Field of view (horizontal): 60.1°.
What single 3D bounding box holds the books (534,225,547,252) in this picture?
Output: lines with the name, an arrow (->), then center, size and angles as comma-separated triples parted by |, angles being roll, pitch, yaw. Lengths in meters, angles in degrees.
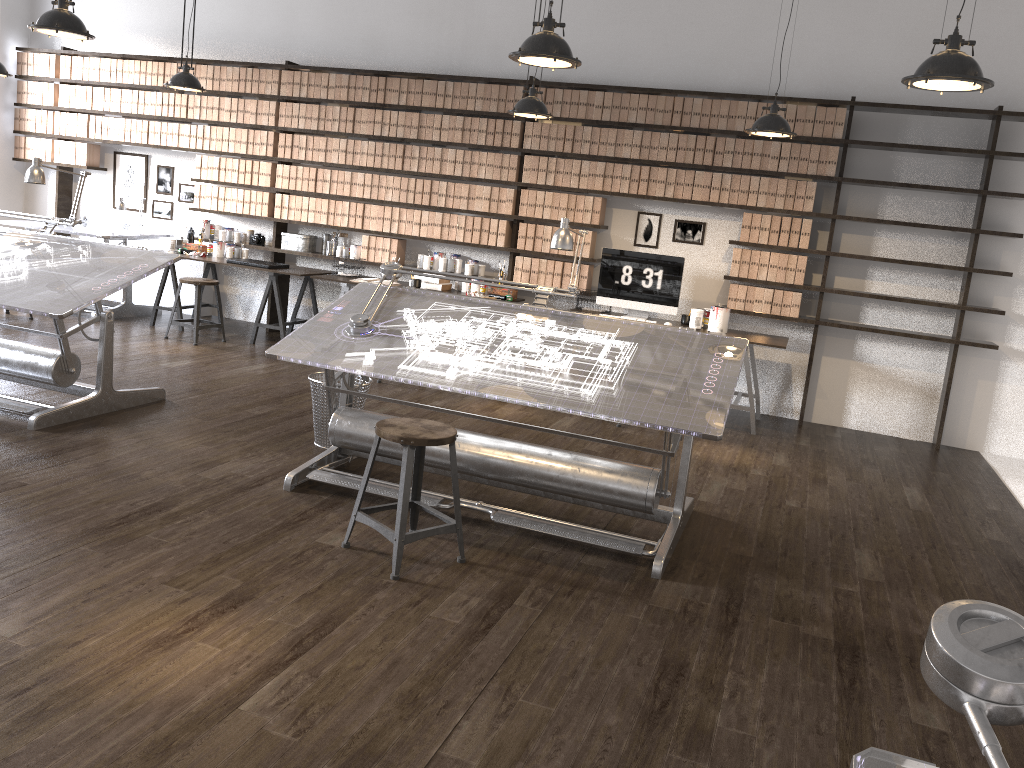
books -> 0.251, -1.212, 7.393 | 0.067, 0.224, 0.175 | 9, 10, 18

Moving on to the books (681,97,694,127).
books -> 1.378, -2.105, 6.905 | 0.067, 0.224, 0.175 | 9, 10, 18

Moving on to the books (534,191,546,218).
books -> 0.255, -1.484, 7.357 | 0.067, 0.224, 0.175 | 9, 10, 18

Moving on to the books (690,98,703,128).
books -> 1.444, -2.093, 6.879 | 0.067, 0.224, 0.175 | 9, 10, 18

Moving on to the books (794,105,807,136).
books -> 2.162, -1.964, 6.640 | 0.067, 0.224, 0.175 | 9, 10, 18

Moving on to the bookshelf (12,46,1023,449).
bookshelf -> -0.776, -1.116, 7.848 | 9.199, 3.184, 0.375 | 10, 9, 18

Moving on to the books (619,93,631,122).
books -> 0.916, -2.188, 7.058 | 0.067, 0.224, 0.175 | 9, 10, 18

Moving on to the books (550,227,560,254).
books -> 0.384, -1.189, 7.348 | 0.067, 0.224, 0.175 | 9, 10, 18

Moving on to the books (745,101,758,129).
books -> 1.830, -2.024, 6.751 | 0.067, 0.224, 0.175 | 9, 10, 18

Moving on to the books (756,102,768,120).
books -> 1.897, -2.013, 6.733 | 0.067, 0.224, 0.175 | 9, 10, 18

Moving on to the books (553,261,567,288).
books -> 0.406, -0.908, 7.365 | 0.067, 0.224, 0.175 | 9, 10, 18

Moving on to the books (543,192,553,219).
books -> 0.323, -1.472, 7.336 | 0.067, 0.224, 0.175 | 9, 10, 18

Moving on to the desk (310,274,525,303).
desk -> -0.818, -0.477, 7.433 | 1.672, 0.664, 0.659 | 10, 10, 18

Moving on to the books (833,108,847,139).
books -> 2.424, -1.918, 6.557 | 0.067, 0.224, 0.175 | 9, 10, 18

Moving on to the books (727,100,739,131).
books -> 1.704, -2.047, 6.796 | 0.067, 0.224, 0.175 | 9, 10, 18

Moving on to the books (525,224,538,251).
books -> 0.178, -1.224, 7.411 | 0.067, 0.224, 0.175 | 9, 10, 18

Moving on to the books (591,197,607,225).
books -> 0.709, -1.404, 7.212 | 0.067, 0.224, 0.175 | 9, 10, 18

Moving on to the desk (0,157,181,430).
desk -> -3.131, -0.676, 5.249 | 2.285, 1.376, 1.082 | 10, 10, 18

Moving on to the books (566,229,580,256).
books -> 0.512, -1.164, 7.300 | 0.067, 0.224, 0.175 | 9, 10, 18

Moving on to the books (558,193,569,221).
books -> 0.444, -1.450, 7.293 | 0.067, 0.224, 0.175 | 9, 10, 18

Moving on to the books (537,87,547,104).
books -> 0.259, -2.303, 7.267 | 0.067, 0.224, 0.175 | 9, 10, 18

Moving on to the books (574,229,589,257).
books -> 0.576, -1.154, 7.284 | 0.067, 0.224, 0.175 | 9, 10, 18

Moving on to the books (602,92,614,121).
books -> 0.783, -2.210, 7.095 | 0.067, 0.224, 0.175 | 9, 10, 18

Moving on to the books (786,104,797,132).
books -> 2.094, -1.976, 6.662 | 0.067, 0.224, 0.175 | 9, 10, 18

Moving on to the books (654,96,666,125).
books -> 1.176, -2.141, 6.969 | 0.067, 0.224, 0.175 | 9, 10, 18

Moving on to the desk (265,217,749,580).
desk -> 0.017, -0.116, 4.214 | 2.074, 1.376, 1.082 | 10, 10, 18

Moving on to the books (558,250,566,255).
books -> 0.450, -1.177, 7.326 | 0.067, 0.224, 0.175 | 9, 10, 18

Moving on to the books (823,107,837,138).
books -> 2.360, -1.931, 6.583 | 0.067, 0.224, 0.175 | 9, 10, 18

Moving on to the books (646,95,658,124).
books -> 1.115, -2.151, 6.984 | 0.067, 0.224, 0.175 | 9, 10, 18

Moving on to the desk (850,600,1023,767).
desk -> 1.174, 0.792, 0.274 | 2.074, 1.376, 1.082 | 10, 10, 18

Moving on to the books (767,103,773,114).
books -> 1.963, -2.001, 6.713 | 0.067, 0.224, 0.175 | 9, 10, 18

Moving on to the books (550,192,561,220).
books -> 0.383, -1.462, 7.318 | 0.067, 0.224, 0.175 | 9, 10, 18

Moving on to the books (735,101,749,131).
books -> 1.762, -2.036, 6.775 | 0.067, 0.224, 0.175 | 9, 10, 18

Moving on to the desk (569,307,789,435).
desk -> 1.193, -0.119, 6.771 | 1.672, 0.664, 0.659 | 10, 10, 18

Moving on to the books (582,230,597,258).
books -> 0.634, -1.143, 7.263 | 0.067, 0.224, 0.175 | 9, 10, 18

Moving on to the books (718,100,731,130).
books -> 1.640, -2.057, 6.812 | 0.067, 0.224, 0.175 | 9, 10, 18

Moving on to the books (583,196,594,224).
books -> 0.641, -1.416, 7.230 | 0.067, 0.224, 0.175 | 9, 10, 18

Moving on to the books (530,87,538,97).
books -> 0.192, -2.316, 7.295 | 0.067, 0.224, 0.175 | 9, 10, 18

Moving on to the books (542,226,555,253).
books -> 0.316, -1.200, 7.366 | 0.067, 0.224, 0.175 | 9, 10, 18

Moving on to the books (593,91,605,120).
books -> 0.715, -2.222, 7.120 | 0.067, 0.224, 0.175 | 9, 10, 18

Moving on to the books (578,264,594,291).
books -> 0.611, -0.872, 7.303 | 0.067, 0.224, 0.175 | 9, 10, 18

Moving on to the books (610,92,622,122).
books -> 0.850, -2.199, 7.077 | 0.067, 0.224, 0.175 | 9, 10, 18

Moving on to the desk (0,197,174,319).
desk -> -3.995, -1.254, 8.423 | 1.272, 1.090, 1.077 | 10, 10, 18

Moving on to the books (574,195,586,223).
books -> 0.576, -1.428, 7.256 | 0.067, 0.224, 0.175 | 9, 10, 18

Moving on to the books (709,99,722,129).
books -> 1.578, -2.070, 6.839 | 0.067, 0.224, 0.175 | 9, 10, 18

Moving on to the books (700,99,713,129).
books -> 1.511, -2.081, 6.861 | 0.067, 0.224, 0.175 | 9, 10, 18

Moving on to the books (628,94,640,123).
books -> 0.980, -2.175, 7.032 | 0.067, 0.224, 0.175 | 9, 10, 18

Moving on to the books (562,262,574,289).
books -> 0.478, -0.896, 7.347 | 0.067, 0.224, 0.175 | 9, 10, 18

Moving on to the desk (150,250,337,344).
desk -> -2.475, -0.772, 7.978 | 1.672, 0.664, 0.659 | 10, 10, 18

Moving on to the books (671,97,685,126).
books -> 1.306, -2.117, 6.923 | 0.067, 0.224, 0.175 | 9, 10, 18

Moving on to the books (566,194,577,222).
books -> 0.509, -1.440, 7.278 | 0.067, 0.224, 0.175 | 9, 10, 18

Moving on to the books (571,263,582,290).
books -> 0.543, -0.883, 7.321 | 0.067, 0.224, 0.175 | 9, 10, 18

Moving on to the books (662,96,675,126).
books -> 1.238, -2.130, 6.951 | 0.067, 0.224, 0.175 | 9, 10, 18

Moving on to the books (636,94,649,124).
books -> 1.047, -2.163, 7.007 | 0.067, 0.224, 0.175 | 9, 10, 18
